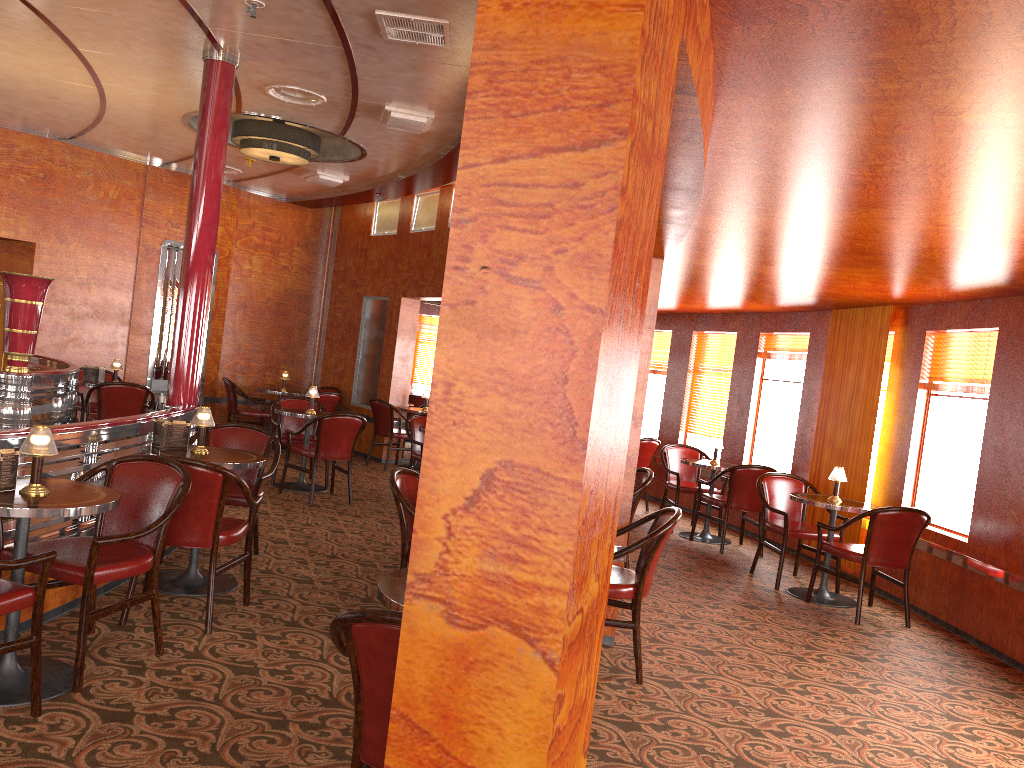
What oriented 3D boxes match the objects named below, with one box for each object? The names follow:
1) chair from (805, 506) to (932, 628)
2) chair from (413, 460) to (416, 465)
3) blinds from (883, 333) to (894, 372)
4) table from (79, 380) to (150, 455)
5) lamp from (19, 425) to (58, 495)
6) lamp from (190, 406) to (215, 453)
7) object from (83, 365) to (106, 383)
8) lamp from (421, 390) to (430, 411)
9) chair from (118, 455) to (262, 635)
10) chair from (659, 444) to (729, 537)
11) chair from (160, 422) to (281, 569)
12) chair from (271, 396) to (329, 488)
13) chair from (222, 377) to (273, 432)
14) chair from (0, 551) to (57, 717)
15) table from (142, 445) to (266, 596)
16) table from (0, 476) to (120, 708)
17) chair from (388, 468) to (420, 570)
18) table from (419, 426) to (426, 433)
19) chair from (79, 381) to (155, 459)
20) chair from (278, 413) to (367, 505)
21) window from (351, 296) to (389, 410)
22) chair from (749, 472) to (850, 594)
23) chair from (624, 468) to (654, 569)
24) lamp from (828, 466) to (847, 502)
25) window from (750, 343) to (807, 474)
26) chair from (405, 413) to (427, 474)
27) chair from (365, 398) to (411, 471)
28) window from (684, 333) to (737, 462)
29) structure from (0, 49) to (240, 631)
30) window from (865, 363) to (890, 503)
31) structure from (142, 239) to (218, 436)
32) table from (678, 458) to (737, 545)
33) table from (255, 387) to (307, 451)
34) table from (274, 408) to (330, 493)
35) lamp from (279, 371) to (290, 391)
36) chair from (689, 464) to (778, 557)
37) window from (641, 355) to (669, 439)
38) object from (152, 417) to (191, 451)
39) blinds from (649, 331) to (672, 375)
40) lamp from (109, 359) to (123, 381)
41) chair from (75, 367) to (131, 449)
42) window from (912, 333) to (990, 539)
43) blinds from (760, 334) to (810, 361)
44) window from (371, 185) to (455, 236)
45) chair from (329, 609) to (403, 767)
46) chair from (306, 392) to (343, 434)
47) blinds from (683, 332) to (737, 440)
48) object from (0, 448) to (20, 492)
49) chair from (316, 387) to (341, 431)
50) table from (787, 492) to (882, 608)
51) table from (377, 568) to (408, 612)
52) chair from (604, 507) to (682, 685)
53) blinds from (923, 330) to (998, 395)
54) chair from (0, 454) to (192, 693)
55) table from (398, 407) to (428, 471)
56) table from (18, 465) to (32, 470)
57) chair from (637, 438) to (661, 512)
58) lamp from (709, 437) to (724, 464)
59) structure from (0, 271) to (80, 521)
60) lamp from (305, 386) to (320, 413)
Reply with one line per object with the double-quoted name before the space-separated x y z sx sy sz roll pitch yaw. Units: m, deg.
"chair" 2.461 1.187 6.052 0.588 0.817 0.615 7 2 -14
"chair" -0.800 0.659 11.168 0.615 0.817 0.587 5 2 -44
"blinds" 3.004 -0.268 7.502 0.057 0.312 0.803 7 1 -12
"table" -3.969 0.361 8.774 0.640 0.720 0.639 6 2 -35
"lamp" -1.750 0.277 3.274 0.130 0.250 0.130 9 2 37
"lamp" -1.696 0.248 4.855 0.130 0.250 0.130 7 2 -17
"object" -4.072 -0.092 8.722 0.195 0.156 0.169 8 2 21
"lamp" -1.045 0.195 10.841 0.130 0.250 0.130 7 2 -17
"chair" -1.560 0.719 4.272 0.588 0.817 0.615 7 2 -4
"chair" 1.755 1.035 8.827 0.588 0.817 0.615 7 2 -14
"chair" -1.766 0.667 5.450 0.588 0.817 0.615 7 2 -4
"chair" -2.094 0.551 8.735 0.588 0.817 0.614 6 2 -24
"chair" -3.282 0.351 10.903 0.615 0.817 0.587 6 2 -29
"chair" -1.922 0.706 2.848 0.587 0.817 0.615 8 2 16
"table" -1.714 0.735 4.851 0.640 0.720 0.639 7 2 -3
"table" -1.846 0.754 3.303 0.640 0.720 0.639 7 2 -21
"chair" -0.350 0.868 4.455 0.615 0.817 0.588 8 2 11
"table" -0.594 0.799 8.317 0.640 0.720 0.639 6 2 -35
"chair" -3.672 0.362 8.254 0.588 0.817 0.614 6 2 -29
"chair" -1.654 0.626 7.888 0.588 0.817 0.614 6 2 -39
"window" -1.722 -0.395 11.472 0.257 1.441 0.805 6 3 -39
"chair" 2.195 1.134 6.910 0.588 0.817 0.615 7 2 -14
"chair" 0.605 0.952 6.062 0.615 0.817 0.587 7 2 -9
"lamp" 2.369 0.726 6.461 0.130 0.250 0.130 8 2 17
"window" 2.672 0.220 8.749 0.040 1.421 0.819 7 2 -17
"chair" -0.763 0.721 8.640 0.588 0.817 0.614 6 2 -29
"chair" -1.406 0.598 10.504 0.615 0.817 0.587 5 2 -44
"window" 2.253 0.140 9.932 0.040 1.421 0.819 6 2 -22
"structure" -2.165 -0.353 3.967 0.549 3.607 4.352 7 2 0
"window" 2.979 0.287 7.531 0.040 1.421 0.819 7 2 -12
"structure" -3.965 -0.504 10.632 0.812 2.355 0.556 5 3 -42
"table" 1.873 1.109 8.393 0.639 0.720 0.640 9 2 44
"table" -2.929 0.440 11.106 0.640 0.720 0.639 6 2 -35
"table" -1.952 0.625 8.380 0.640 0.720 0.639 6 2 -35
"lamp" -2.843 -0.038 11.083 0.130 0.250 0.130 7 2 -17
"chair" 2.021 1.088 7.969 0.588 0.817 0.615 7 2 -14
"window" 1.725 0.048 11.069 0.040 1.421 0.819 6 2 -28
"object" -1.872 0.275 4.804 0.195 0.156 0.169 7 2 -4
"blinds" 1.741 -0.394 11.032 0.057 0.539 0.802 6 2 -28
"lamp" -3.911 -0.120 8.759 0.130 0.250 0.130 6 2 -35
"chair" -4.335 0.255 9.280 0.588 0.817 0.614 5 2 -44
"window" 3.170 0.339 6.289 0.040 1.421 0.819 7 2 -6
"blinds" 2.702 -0.362 8.714 0.057 0.258 0.802 7 1 -17
"window" -0.217 -1.841 5.853 1.957 0.480 11.940 7 1 -6
"chair" -0.193 0.936 2.331 0.587 0.817 0.615 8 2 11
"chair" -2.421 0.464 10.742 0.614 0.817 0.588 9 2 41
"blinds" 2.227 0.013 9.910 0.050 1.174 0.802 6 2 -22
"object" -1.890 0.309 3.172 0.169 0.156 0.195 7 2 -14
"chair" -2.582 0.427 11.473 0.587 0.817 0.615 9 2 36
"table" 2.313 1.208 6.477 0.639 0.720 0.640 8 2 31
"table" -0.126 0.986 2.677 0.640 0.720 0.639 7 2 -12
"chair" 0.475 0.975 4.361 0.615 0.817 0.587 7 2 6
"blinds" 3.187 -0.153 6.266 0.057 0.440 0.803 7 1 -6
"chair" -1.702 0.715 3.653 0.587 0.817 0.615 8 2 21
"table" -1.095 0.678 10.836 0.640 0.720 0.639 6 2 -35
"table" -2.946 0.870 4.504 0.849 0.961 0.849 7 2 6
"chair" 1.257 0.952 9.718 0.588 0.817 0.614 6 2 -39
"lamp" 1.929 0.627 8.378 0.130 0.250 0.130 8 2 17
"structure" -4.316 0.076 8.197 0.624 2.025 3.165 6 2 -24
"lamp" -1.880 0.146 8.340 0.130 0.250 0.130 7 2 -17
